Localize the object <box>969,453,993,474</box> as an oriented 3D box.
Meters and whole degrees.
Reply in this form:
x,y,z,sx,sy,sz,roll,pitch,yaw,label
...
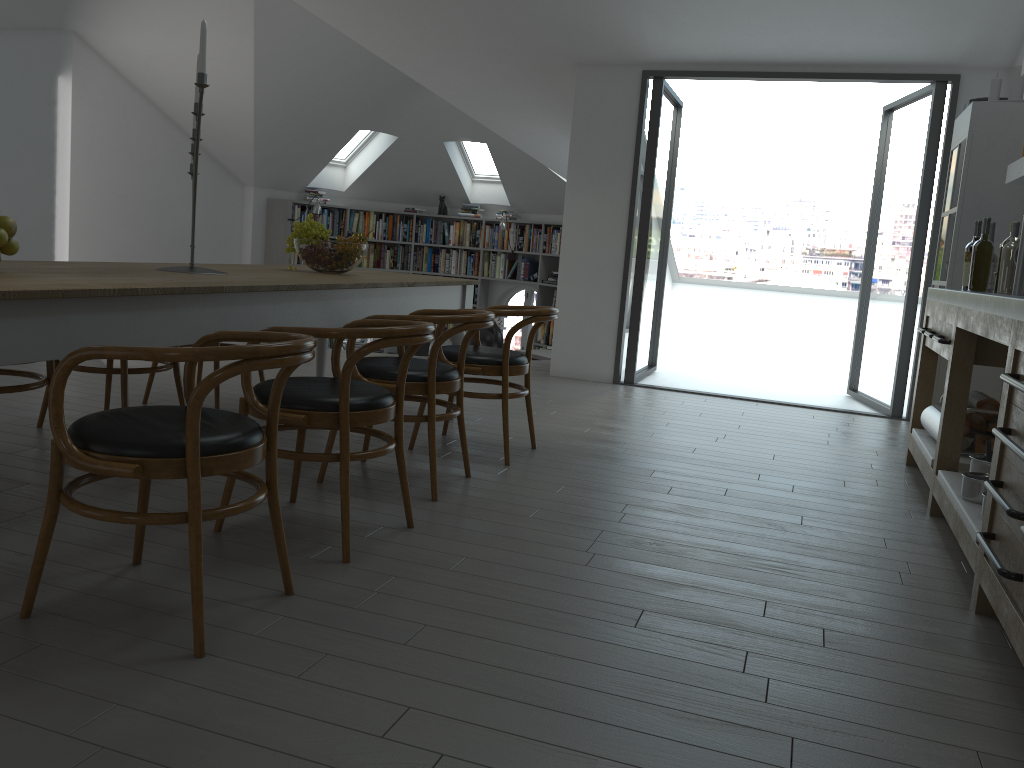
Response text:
x,y,z,sx,sy,sz,roll,pitch,yaw,label
1.935,0.349,3.366,0.379,0.163,0.224,6,8,8,object

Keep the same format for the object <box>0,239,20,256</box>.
x,y,z,sx,sy,sz,roll,pitch,yaw,label
-1.499,-0.409,2.637,0.060,0.055,0.060,6,8,13,object

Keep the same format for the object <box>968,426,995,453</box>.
x,y,z,sx,sy,sz,roll,pitch,yaw,label
2.205,0.248,4.227,0.093,0.083,0.481,7,9,16,object

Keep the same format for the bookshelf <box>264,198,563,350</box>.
x,y,z,sx,sy,sz,roll,pitch,yaw,label
-0.674,-1.187,11.197,4.337,1.873,2.114,7,8,18,bookshelf

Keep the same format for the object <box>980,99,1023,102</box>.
x,y,z,sx,sy,sz,roll,pitch,yaw,label
2.735,-1.552,4.932,0.296,0.024,0.151,12,12,42,object

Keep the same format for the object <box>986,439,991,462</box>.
x,y,z,sx,sy,sz,roll,pitch,yaw,label
1.847,0.304,3.425,0.051,0.152,0.191,7,8,18,object

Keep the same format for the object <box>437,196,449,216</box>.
x,y,z,sx,sy,sz,roll,pitch,yaw,label
-0.918,-2.400,11.939,0.147,0.264,0.202,7,8,15,object

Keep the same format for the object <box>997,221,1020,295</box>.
x,y,z,sx,sy,sz,roll,pitch,yaw,label
2.243,-0.562,3.981,0.085,0.329,0.085,8,8,27,object

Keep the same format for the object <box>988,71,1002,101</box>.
x,y,z,sx,sy,sz,roll,pitch,yaw,label
2.703,-1.650,4.957,0.054,0.195,0.054,11,10,43,object

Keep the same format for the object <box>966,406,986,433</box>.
x,y,z,sx,sy,sz,roll,pitch,yaw,label
2.188,0.155,4.260,0.101,0.086,0.363,7,9,16,object

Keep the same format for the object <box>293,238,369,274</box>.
x,y,z,sx,sy,sz,roll,pitch,yaw,label
-0.881,-0.614,4.305,0.360,0.159,0.361,4,8,-1,object

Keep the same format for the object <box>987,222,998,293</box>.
x,y,z,sx,sy,sz,roll,pitch,yaw,label
2.423,-0.645,4.518,0.086,0.358,0.088,11,9,40,object

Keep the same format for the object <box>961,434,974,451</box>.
x,y,z,sx,sy,sz,roll,pitch,yaw,label
2.133,0.248,4.252,0.067,0.067,0.424,7,9,16,object

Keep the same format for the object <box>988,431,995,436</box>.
x,y,z,sx,sy,sz,roll,pitch,yaw,label
2.290,0.255,4.221,0.091,0.089,0.456,7,9,16,object

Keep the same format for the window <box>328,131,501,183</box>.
x,y,z,sx,sy,sz,roll,pitch,yaw,label
-0.532,-2.934,10.984,4.059,0.711,1.938,7,9,18,window

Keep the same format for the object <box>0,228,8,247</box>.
x,y,z,sx,sy,sz,roll,pitch,yaw,label
-1.487,-0.421,2.552,0.062,0.059,0.062,8,8,22,object

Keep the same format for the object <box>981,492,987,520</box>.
x,y,z,sx,sy,sz,roll,pitch,yaw,label
1.686,0.418,2.914,0.261,0.112,0.154,7,8,18,object

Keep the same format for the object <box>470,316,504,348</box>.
x,y,z,sx,sy,sz,roll,pitch,yaw,label
-0.236,-0.399,8.342,0.320,0.560,0.322,4,7,-9,object

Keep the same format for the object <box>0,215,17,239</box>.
x,y,z,sx,sy,sz,roll,pitch,yaw,label
-1.493,-0.459,2.607,0.066,0.071,0.073,3,8,-12,object

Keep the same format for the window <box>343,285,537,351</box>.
x,y,z,sx,sy,sz,roll,pitch,yaw,label
-0.917,-0.934,12.213,3.231,1.147,0.619,5,7,4,window

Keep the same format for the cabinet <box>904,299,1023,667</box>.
x,y,z,sx,sy,sz,roll,pitch,yaw,label
1.578,0.480,1.652,1.005,1.018,6.446,7,9,18,cabinet

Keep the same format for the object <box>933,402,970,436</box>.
x,y,z,sx,sy,sz,roll,pitch,yaw,label
2.105,0.164,4.259,0.092,0.093,0.438,7,9,16,object

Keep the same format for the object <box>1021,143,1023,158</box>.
x,y,z,sx,sy,sz,roll,pitch,yaw,label
2.598,-1.161,4.348,0.120,0.145,0.238,7,9,18,object

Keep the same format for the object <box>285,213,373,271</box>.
x,y,z,sx,sy,sz,roll,pitch,yaw,label
-0.895,-0.681,4.319,0.393,0.283,0.293,2,8,-17,object

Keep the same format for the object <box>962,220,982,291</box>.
x,y,z,sx,sy,sz,roll,pitch,yaw,label
2.284,-0.626,4.378,0.092,0.358,0.093,-1,9,-37,object

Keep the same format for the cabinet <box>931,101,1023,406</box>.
x,y,z,sx,sy,sz,roll,pitch,yaw,label
2.710,-0.584,5.223,0.361,1.982,0.643,7,7,18,cabinet

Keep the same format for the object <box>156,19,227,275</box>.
x,y,z,sx,sy,sz,roll,pitch,yaw,label
-1.214,-0.858,3.359,0.265,0.872,0.778,4,8,-8,object

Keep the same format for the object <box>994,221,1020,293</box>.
x,y,z,sx,sy,sz,roll,pitch,yaw,label
2.308,-0.583,4.109,0.092,0.338,0.092,10,9,36,object

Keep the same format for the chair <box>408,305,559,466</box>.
x,y,z,sx,sy,sz,roll,pitch,yaw,label
-0.110,-0.032,4.291,0.622,0.732,0.529,7,8,18,chair

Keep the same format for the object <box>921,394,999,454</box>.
x,y,z,sx,sy,sz,roll,pitch,yaw,label
2.215,0.201,4.208,0.429,0.230,0.529,7,9,16,object

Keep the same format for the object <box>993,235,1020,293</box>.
x,y,z,sx,sy,sz,roll,pitch,yaw,label
2.421,-0.569,4.237,0.184,0.285,0.184,11,10,42,object

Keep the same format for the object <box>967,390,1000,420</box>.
x,y,z,sx,sy,sz,roll,pitch,yaw,label
2.259,0.101,4.268,0.104,0.102,0.292,7,9,16,object

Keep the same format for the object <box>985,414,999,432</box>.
x,y,z,sx,sy,sz,roll,pitch,yaw,label
2.281,0.181,4.222,0.115,0.079,0.436,7,9,16,object

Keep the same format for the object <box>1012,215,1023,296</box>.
x,y,z,sx,sy,sz,roll,pitch,yaw,label
2.212,-0.543,3.773,0.114,0.338,0.165,7,8,21,object

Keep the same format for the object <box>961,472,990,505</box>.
x,y,z,sx,sy,sz,roll,pitch,yaw,label
1.764,0.380,3.205,0.261,0.112,0.154,6,8,8,object

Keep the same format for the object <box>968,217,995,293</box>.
x,y,z,sx,sy,sz,roll,pitch,yaw,label
2.223,-0.606,4.190,0.092,0.357,0.093,1,8,-27,object

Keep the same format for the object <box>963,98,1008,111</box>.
x,y,z,sx,sy,sz,roll,pitch,yaw,label
2.832,-1.593,5.225,0.299,0.119,0.299,7,9,18,object

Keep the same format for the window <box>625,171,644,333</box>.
x,y,z,sx,sy,sz,roll,pitch,yaw,label
1.082,-1.205,8.113,0.104,1.465,1.474,7,8,18,window

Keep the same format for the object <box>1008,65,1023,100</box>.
x,y,z,sx,sy,sz,roll,pitch,yaw,label
2.780,-1.640,4.884,0.072,0.210,0.071,11,10,41,object

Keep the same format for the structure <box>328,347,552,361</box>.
x,y,z,sx,sy,sz,roll,pitch,yaw,label
-1.182,-0.269,9.991,4.708,0.691,4.728,0,10,-26,structure
